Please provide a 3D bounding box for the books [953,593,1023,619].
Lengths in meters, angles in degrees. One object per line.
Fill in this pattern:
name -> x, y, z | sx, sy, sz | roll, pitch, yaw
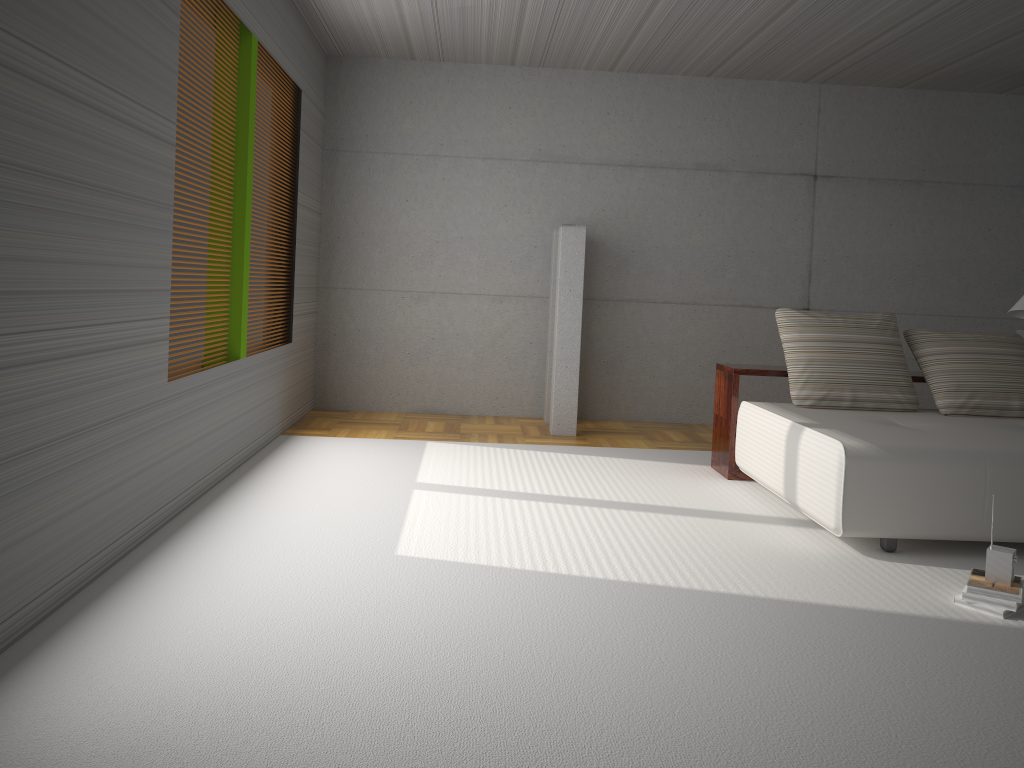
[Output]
books -> 1.905, 0.859, 3.499 | 0.265, 0.032, 0.190 | -2, 8, -38

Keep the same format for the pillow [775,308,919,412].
pillow -> 2.109, -0.156, 5.568 | 0.800, 0.608, 0.492 | 2, 4, -3

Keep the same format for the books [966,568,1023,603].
books -> 1.915, 0.795, 3.499 | 0.189, 0.032, 0.265 | 6, 7, 31

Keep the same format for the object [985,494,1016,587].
object -> 1.906, 0.602, 3.450 | 0.090, 0.365, 0.185 | 4, 3, 38

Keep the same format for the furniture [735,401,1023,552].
furniture -> 2.538, 0.489, 4.913 | 2.168, 0.520, 1.621 | 2, 6, -3

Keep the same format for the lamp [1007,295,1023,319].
lamp -> 3.505, -0.386, 5.958 | 0.323, 0.698, 0.245 | 2, 2, -21

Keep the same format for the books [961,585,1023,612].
books -> 1.906, 0.827, 3.498 | 0.190, 0.032, 0.265 | 7, 8, 36

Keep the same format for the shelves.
shelves -> 2.511, 0.281, 5.903 | 2.250, 0.714, 0.402 | 2, 3, -3

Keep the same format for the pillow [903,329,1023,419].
pillow -> 2.963, -0.066, 5.558 | 0.806, 0.516, 0.580 | 2, 4, -2

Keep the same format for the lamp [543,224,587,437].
lamp -> 0.435, -0.469, 7.433 | 0.200, 1.687, 0.800 | 3, 3, -3

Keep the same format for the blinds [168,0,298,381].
blinds -> -1.661, -1.062, 5.267 | 0.012, 2.037, 3.549 | 3, 5, -3
